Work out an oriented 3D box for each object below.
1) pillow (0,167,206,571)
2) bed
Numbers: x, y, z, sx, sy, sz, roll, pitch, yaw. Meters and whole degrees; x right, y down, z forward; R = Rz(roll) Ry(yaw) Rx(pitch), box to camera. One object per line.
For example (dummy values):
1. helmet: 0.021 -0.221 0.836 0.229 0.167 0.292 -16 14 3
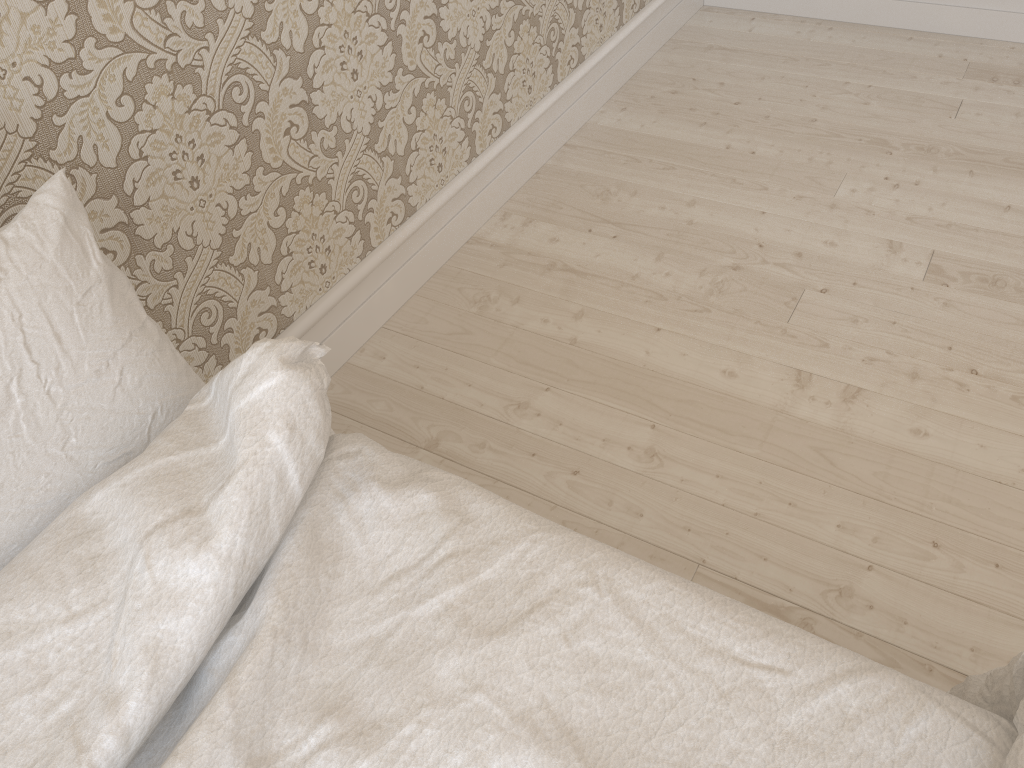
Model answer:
1. pillow: -0.506 0.099 0.743 0.204 0.294 0.585 17 47 25
2. bed: -0.008 0.716 0.363 2.238 0.603 2.026 19 48 26
